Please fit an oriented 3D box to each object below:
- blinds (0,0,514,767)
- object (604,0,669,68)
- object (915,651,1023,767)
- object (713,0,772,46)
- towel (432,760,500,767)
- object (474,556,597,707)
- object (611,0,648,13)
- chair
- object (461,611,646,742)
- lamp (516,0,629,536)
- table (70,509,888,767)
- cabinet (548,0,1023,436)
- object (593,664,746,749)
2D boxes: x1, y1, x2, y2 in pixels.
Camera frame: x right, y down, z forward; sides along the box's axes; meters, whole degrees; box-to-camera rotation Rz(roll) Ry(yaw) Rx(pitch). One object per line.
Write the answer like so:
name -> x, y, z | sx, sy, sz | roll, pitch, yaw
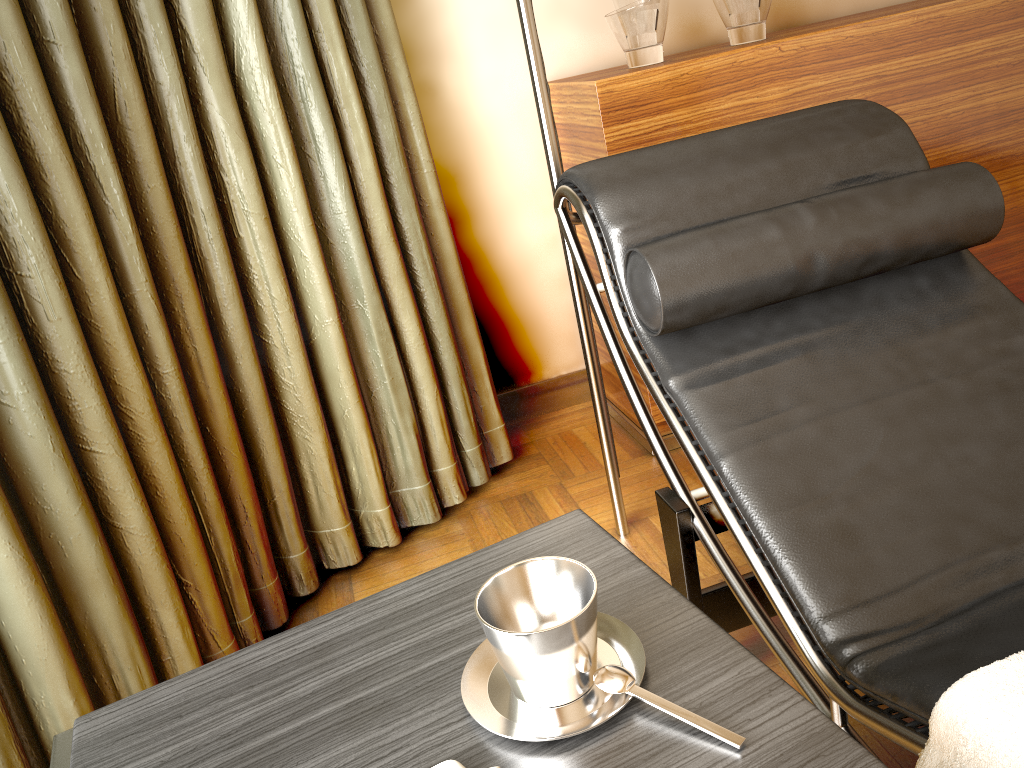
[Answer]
blinds -> -0.697, -0.628, 1.354 | 0.224, 2.394, 1.572 | -2, 20, 32
object -> 0.299, -0.820, 2.053 | 0.155, 0.150, 0.160 | 1, 22, 34
object -> 0.771, 0.468, 0.439 | 0.921, 0.508, 0.928 | -16, 20, -10
object -> 0.553, -0.893, 2.105 | 0.157, 0.150, 0.158 | -19, 20, -20
towel -> -0.110, 0.322, 0.537 | 0.241, 0.034, 0.183 | -15, 21, -7
object -> 0.024, 0.196, 0.705 | 0.098, 0.076, 0.113 | -15, 19, -9
object -> 0.292, -0.855, 2.042 | 0.124, 0.146, 0.124 | -22, 21, -27
chair -> 0.623, 0.165, 0.899 | 0.638, 0.778, 1.827 | -15, 20, -10
object -> 0.033, 0.231, 0.709 | 0.150, 0.009, 0.153 | -14, 21, -5
lamp -> 0.369, -0.395, 0.999 | 0.453, 1.919, 1.446 | -14, 18, -7
table -> -0.056, 0.300, 0.653 | 0.522, 0.044, 0.508 | -19, 22, -19
cabinet -> 1.002, -0.544, 2.359 | 1.681, 0.842, 0.424 | -16, 18, -11
object -> 0.110, 0.233, 0.643 | 0.124, 0.019, 0.030 | 10, 29, 45
